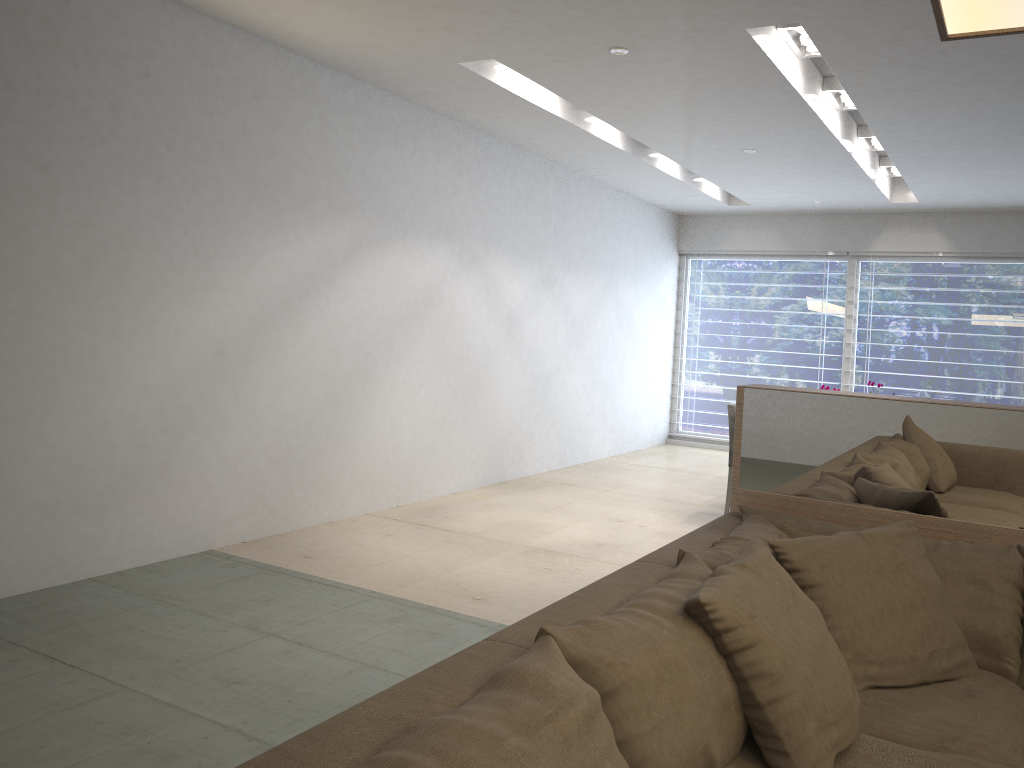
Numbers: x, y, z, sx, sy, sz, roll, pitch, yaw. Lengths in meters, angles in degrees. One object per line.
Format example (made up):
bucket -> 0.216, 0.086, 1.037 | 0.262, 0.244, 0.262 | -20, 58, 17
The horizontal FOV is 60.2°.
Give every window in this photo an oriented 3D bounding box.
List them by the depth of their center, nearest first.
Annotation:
window -> 4.901, -0.143, 8.023 | 7.118, 2.074, 0.158 | 5, 0, 30

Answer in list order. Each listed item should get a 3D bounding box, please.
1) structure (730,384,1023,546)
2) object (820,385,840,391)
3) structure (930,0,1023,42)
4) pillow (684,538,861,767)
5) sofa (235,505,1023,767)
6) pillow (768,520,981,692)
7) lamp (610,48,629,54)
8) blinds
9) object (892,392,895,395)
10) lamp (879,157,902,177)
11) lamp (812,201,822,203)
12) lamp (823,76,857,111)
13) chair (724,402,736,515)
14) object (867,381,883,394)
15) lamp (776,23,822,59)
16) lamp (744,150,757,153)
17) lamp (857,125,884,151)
structure -> 2.364, 0.663, 1.932 | 3.782, 1.009, 0.223 | 5, 0, 30
object -> 2.014, 0.144, 5.619 | 0.104, 0.276, 0.154 | 3, 0, 27
structure -> 1.487, -1.003, 0.473 | 2.447, 0.618, 2.444 | 5, 4, 30
pillow -> 0.522, 0.528, 1.741 | 0.312, 0.339, 0.494 | 4, 2, 24
sofa -> 1.485, 0.870, 0.450 | 3.774, 0.675, 3.176 | 5, 4, 30
pillow -> 0.859, 0.528, 2.106 | 0.502, 0.357, 0.298 | 2, 1, -28
lamp -> 0.513, -1.588, 4.219 | 0.089, 0.007, 0.089 | 3, 4, -15
blinds -> 4.840, -0.168, 7.938 | 7.113, 2.044, 0.045 | 5, 0, 30
object -> 2.994, 0.160, 6.950 | 0.052, 0.201, 0.052 | 4, -1, -6
lamp -> 3.259, -1.827, 7.465 | 0.227, 0.101, 0.487 | 5, 4, 30
lamp -> 2.853, -1.697, 8.261 | 0.089, 0.007, 0.089 | 3, 4, -15
lamp -> 2.070, -1.772, 5.412 | 0.227, 0.101, 0.487 | 5, 4, 30
chair -> 1.608, 0.519, 5.528 | 0.493, 0.763, 0.476 | 4, 0, 25
object -> 2.829, 0.114, 6.900 | 0.104, 0.276, 0.154 | 3, 0, 27
lamp -> 1.499, -1.746, 4.425 | 0.227, 0.101, 0.487 | 5, 4, 30
lamp -> 1.683, -1.643, 6.240 | 0.089, 0.007, 0.089 | 3, 4, -15
lamp -> 2.702, -1.802, 6.502 | 0.227, 0.101, 0.487 | 5, 4, 30
